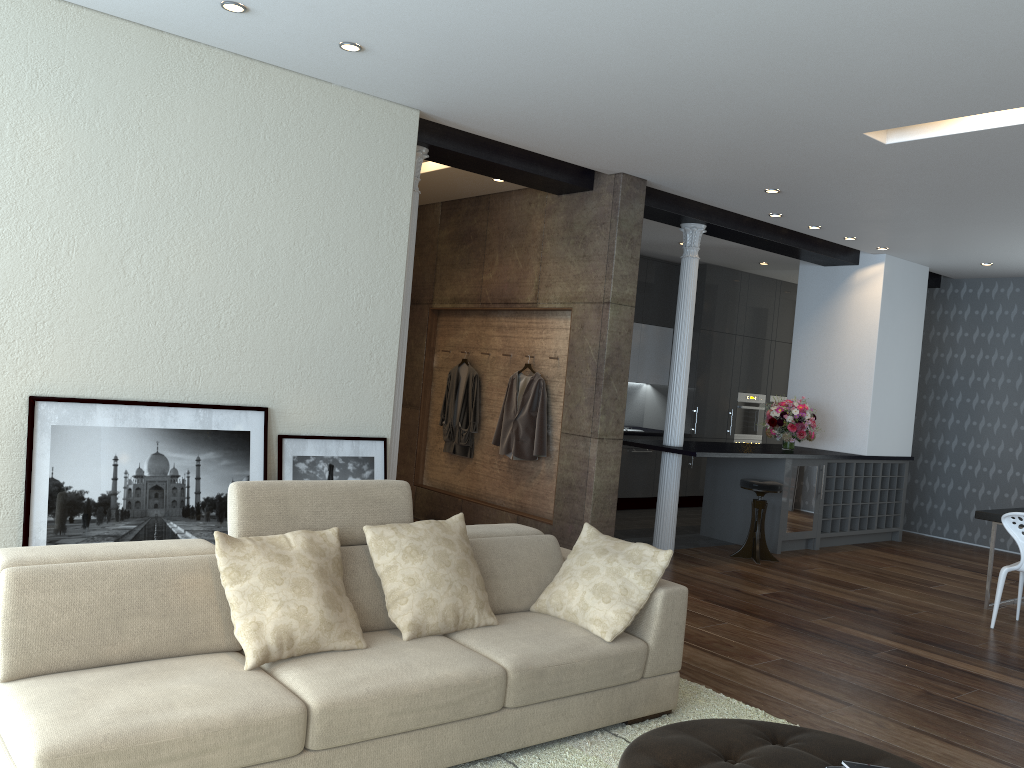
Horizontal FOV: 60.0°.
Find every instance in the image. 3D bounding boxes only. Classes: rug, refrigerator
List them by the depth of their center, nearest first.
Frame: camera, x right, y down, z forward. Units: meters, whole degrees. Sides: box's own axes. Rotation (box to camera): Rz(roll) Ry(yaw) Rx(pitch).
[{"bbox_3d":[0.127,1.435,1.928,4.231,0.020,2.972,5,1,-39],"label":"rug"},{"bbox_3d":[2.759,1.092,8.447,0.578,0.774,0.075,5,1,-35],"label":"refrigerator"}]

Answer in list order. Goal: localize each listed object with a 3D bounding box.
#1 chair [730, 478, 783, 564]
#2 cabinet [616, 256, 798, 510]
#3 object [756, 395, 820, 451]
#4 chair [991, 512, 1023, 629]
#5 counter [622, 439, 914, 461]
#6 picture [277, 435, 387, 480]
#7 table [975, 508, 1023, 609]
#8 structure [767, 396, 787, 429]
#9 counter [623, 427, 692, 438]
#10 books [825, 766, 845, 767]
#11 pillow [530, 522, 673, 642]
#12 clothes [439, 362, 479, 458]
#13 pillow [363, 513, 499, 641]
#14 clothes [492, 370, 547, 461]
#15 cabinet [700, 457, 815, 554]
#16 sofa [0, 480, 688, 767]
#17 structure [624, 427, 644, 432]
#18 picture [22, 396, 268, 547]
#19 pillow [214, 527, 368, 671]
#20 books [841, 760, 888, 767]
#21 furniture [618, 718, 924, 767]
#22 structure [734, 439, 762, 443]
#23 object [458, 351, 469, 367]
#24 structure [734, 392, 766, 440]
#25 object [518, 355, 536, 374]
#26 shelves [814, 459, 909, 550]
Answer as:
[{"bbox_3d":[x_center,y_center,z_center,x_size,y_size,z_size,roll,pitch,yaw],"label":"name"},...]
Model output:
[{"bbox_3d":[3.639,1.503,4.837,16.134,0.952,21.556,5,1,-39],"label":"chair"},{"bbox_3d":[2.078,0.004,11.121,7.409,2.980,0.827,5,1,-39],"label":"cabinet"},{"bbox_3d":[2.770,0.382,8.825,0.544,0.552,0.570,5,1,-33],"label":"object"},{"bbox_3d":[3.618,1.290,6.039,0.581,0.835,0.495,5,1,-39],"label":"chair"},{"bbox_3d":[2.634,0.664,8.866,3.700,0.040,1.000,5,1,-39],"label":"counter"},{"bbox_3d":[-1.027,0.803,5.129,0.700,0.988,0.195,5,1,-39],"label":"picture"},{"bbox_3d":[4.997,1.470,5.764,1.200,0.733,3.400,5,1,-39],"label":"table"},{"bbox_3d":[3.475,0.379,12.139,0.595,0.452,0.528,5,1,-39],"label":"structure"},{"bbox_3d":[0.538,0.583,9.930,3.597,0.223,0.807,5,1,-39],"label":"counter"},{"bbox_3d":[1.074,1.148,2.498,0.219,0.031,0.300,5,1,-24],"label":"books"},{"bbox_3d":[0.407,0.861,3.926,0.395,0.393,0.518,5,1,-43],"label":"pillow"},{"bbox_3d":[-0.484,0.224,8.008,0.141,0.855,0.569,5,1,-39],"label":"clothes"},{"bbox_3d":[-0.328,0.776,3.628,0.534,0.439,0.301,5,1,-43],"label":"pillow"},{"bbox_3d":[0.076,0.258,7.306,0.173,0.735,0.700,5,1,-41],"label":"clothes"},{"bbox_3d":[2.460,1.120,8.764,0.642,0.897,0.900,5,1,-39],"label":"cabinet"},{"bbox_3d":[-0.527,0.890,3.458,2.581,0.950,1.021,5,1,-39],"label":"sofa"},{"bbox_3d":[1.040,0.515,10.279,0.900,0.066,0.520,5,1,-39],"label":"structure"},{"bbox_3d":[-1.800,0.666,4.472,1.183,1.140,0.225,5,1,-39],"label":"picture"},{"bbox_3d":[-0.803,0.749,3.223,0.519,0.416,0.368,5,1,-44],"label":"pillow"},{"bbox_3d":[1.100,1.143,2.500,0.220,0.040,0.301,5,1,-4],"label":"books"},{"bbox_3d":[0.810,1.303,2.502,1.057,0.355,1.057,5,1,-37],"label":"furniture"},{"bbox_3d":[2.871,1.004,11.709,0.595,0.596,0.591,5,1,-39],"label":"structure"},{"bbox_3d":[-0.429,-0.186,8.008,0.010,0.219,0.430,5,1,-39],"label":"object"},{"bbox_3d":[2.925,0.406,11.702,0.595,0.596,0.591,5,1,-39],"label":"structure"},{"bbox_3d":[0.130,-0.127,7.303,0.010,0.219,0.430,5,1,-39],"label":"object"},{"bbox_3d":[3.363,1.193,9.505,1.700,0.897,0.900,5,1,-39],"label":"shelves"}]
